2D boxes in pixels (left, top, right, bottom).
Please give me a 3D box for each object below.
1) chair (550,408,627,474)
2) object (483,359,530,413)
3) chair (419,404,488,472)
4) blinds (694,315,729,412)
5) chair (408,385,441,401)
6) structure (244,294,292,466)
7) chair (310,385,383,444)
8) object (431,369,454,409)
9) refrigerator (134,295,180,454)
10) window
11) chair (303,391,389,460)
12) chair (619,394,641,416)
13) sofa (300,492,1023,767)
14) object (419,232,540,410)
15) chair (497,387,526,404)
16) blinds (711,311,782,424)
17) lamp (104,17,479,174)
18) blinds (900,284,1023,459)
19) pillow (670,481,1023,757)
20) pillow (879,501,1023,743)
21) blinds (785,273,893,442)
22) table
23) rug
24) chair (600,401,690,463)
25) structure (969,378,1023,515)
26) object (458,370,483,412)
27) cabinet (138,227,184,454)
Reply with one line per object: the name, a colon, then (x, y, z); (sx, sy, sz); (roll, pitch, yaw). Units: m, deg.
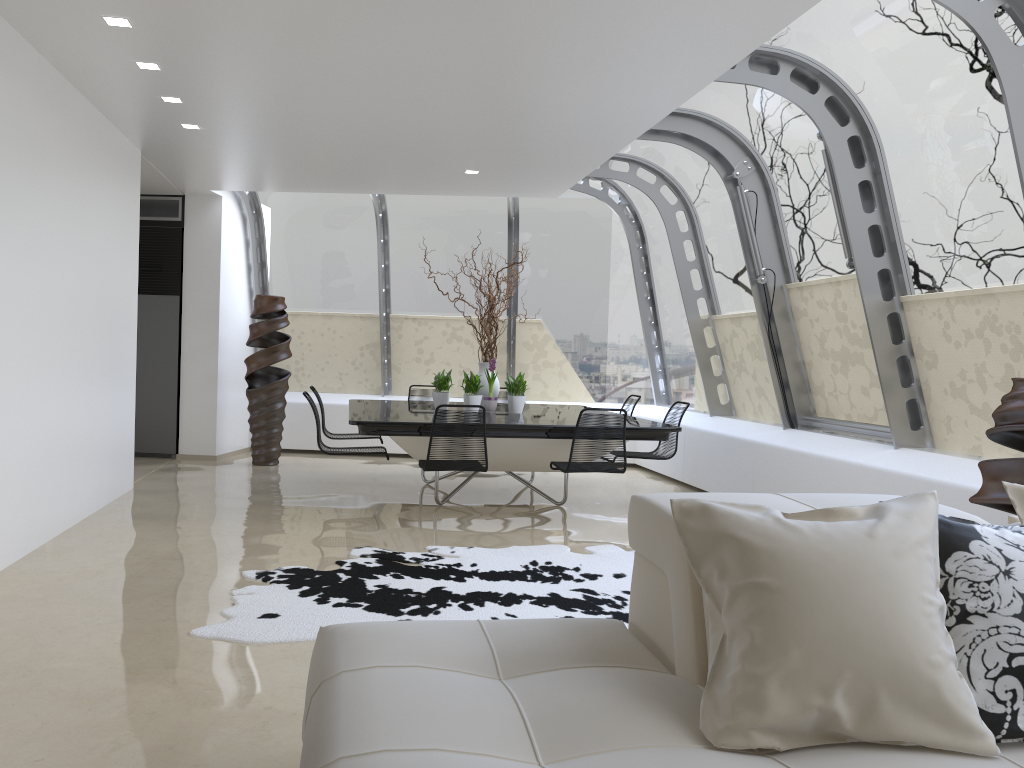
chair: (0.573, 0.415, 6.464); (0.446, 0.519, 0.688); (2, 2, -10)
object: (-0.033, 0.018, 7.818); (0.417, 0.476, 0.238); (2, 2, 18)
chair: (-0.408, 0.386, 6.282); (0.446, 0.519, 0.688); (2, 2, -10)
blinds: (2.092, 0.337, 9.928); (0.663, 2.118, 1.829); (2, 2, -10)
chair: (-0.903, 0.282, 9.371); (0.446, 0.519, 0.688); (2, 2, -10)
structure: (-2.638, -0.035, 9.574); (0.498, 1.843, 0.493); (2, 2, 1)
chair: (-1.565, 0.287, 8.391); (0.688, 0.519, 0.446); (2, 2, -10)
object: (-0.628, 0.043, 8.014); (0.215, 0.369, 0.284); (3, 2, 28)
refrigerator: (-4.172, -0.119, 9.893); (1.006, 1.742, 0.234); (2, 2, 3)
window: (-4.376, -0.478, 4.322); (16.693, 3.674, 16.171); (2, 2, -4)
chair: (-1.334, 0.330, 7.136); (0.688, 0.519, 0.446); (2, 2, -10)
chair: (0.909, 0.359, 8.848); (0.688, 0.519, 0.446); (2, 2, -10)
sofa: (1.391, 0.826, 0.808); (3.257, 0.866, 4.169); (2, 2, -11)
object: (-0.349, -0.537, 7.926); (1.031, 1.549, 1.135); (1, 2, -18)
chair: (0.007, 0.309, 9.540); (0.446, 0.519, 0.688); (2, 2, -10)
blinds: (2.261, -0.140, 8.192); (0.329, 1.027, 1.430); (2, 2, -10)
lamp: (-4.207, -1.884, 2.343); (9.775, 0.004, 9.928); (2, 2, -10)
blinds: (2.818, -0.036, 5.165); (0.329, 1.027, 1.430); (2, 2, -10)
pillow: (1.940, 0.552, 1.247); (1.656, 0.530, 3.322); (1, 2, -40)
pillow: (1.161, 0.536, 1.957); (0.604, 0.471, 0.394); (2, 2, 5)
blinds: (2.515, -0.182, 6.668); (0.387, 1.214, 1.376); (2, 2, -10)
table: (-0.206, 0.623, 7.949); (2.494, 0.759, 3.031); (2, 2, -10)
rug: (0.108, 1.104, 4.572); (3.220, 0.008, 2.705); (2, 2, -11)
chair: (1.139, 0.403, 7.593); (0.688, 0.519, 0.446); (2, 2, -10)
structure: (2.268, 0.603, 3.674); (0.672, 1.258, 0.674); (1, 2, -33)
object: (-0.346, 0.063, 7.627); (0.215, 0.369, 0.284); (3, 2, 23)
cabinet: (-4.737, -0.488, 10.216); (2.252, 2.558, 0.831); (2, 2, 4)
